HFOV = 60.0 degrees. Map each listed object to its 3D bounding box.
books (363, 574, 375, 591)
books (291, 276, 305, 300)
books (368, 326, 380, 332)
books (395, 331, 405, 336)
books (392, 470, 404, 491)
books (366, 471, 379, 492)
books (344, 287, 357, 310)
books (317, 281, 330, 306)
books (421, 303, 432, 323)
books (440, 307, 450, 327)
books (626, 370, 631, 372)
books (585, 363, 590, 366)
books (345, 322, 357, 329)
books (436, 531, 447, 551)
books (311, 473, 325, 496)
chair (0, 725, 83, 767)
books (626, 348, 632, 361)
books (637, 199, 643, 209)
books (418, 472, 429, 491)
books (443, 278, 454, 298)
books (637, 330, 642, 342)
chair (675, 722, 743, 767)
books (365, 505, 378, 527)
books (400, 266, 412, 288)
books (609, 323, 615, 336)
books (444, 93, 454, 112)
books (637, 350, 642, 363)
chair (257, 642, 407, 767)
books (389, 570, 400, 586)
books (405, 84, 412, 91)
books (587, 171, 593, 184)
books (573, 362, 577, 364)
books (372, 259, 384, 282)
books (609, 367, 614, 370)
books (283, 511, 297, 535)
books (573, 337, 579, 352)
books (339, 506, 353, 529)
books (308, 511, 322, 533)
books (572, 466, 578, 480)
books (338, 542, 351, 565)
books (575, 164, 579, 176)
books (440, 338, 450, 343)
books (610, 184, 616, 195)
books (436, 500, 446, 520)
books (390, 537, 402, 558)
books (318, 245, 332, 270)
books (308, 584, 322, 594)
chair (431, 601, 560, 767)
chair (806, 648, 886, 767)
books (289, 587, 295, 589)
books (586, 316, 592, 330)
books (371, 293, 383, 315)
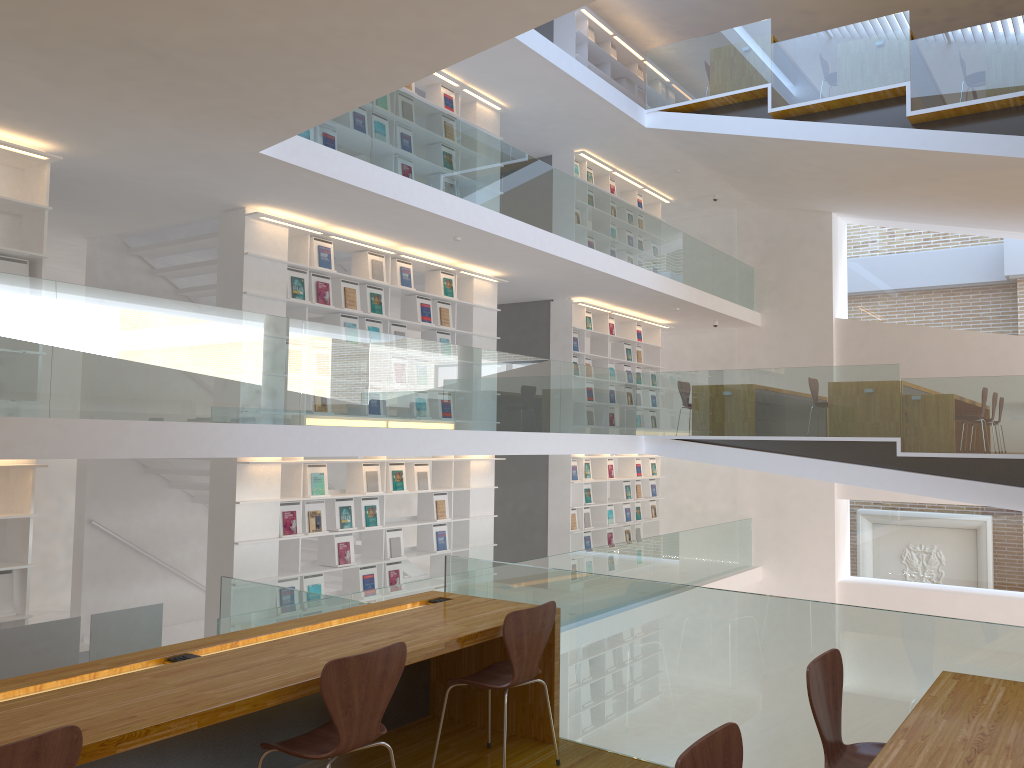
[{"bbox_3d":[-1.372,1.935,8.512,0.037,0.210,0.145,-2,-4,34],"label":"books"},{"bbox_3d":[-1.896,-0.841,7.862,0.037,0.210,0.145,-2,-4,34],"label":"books"},{"bbox_3d":[-1.343,-0.455,8.659,0.037,0.210,0.145,-2,-4,34],"label":"books"},{"bbox_3d":[-1.127,-0.424,8.970,0.037,0.210,0.145,-2,-4,34],"label":"books"},{"bbox_3d":[-1.141,0.973,8.889,0.037,0.210,0.145,-2,-4,34],"label":"books"},{"bbox_3d":[-1.349,0.950,8.583,0.037,0.210,0.145,-2,-4,34],"label":"books"},{"bbox_3d":[-1.529,-0.804,8.399,0.037,0.210,0.145,-2,-4,34],"label":"books"},{"bbox_3d":[-1.724,-0.827,8.113,0.037,0.210,0.145,-2,-4,34],"label":"books"},{"bbox_3d":[-0.903,-0.739,9.321,0.037,0.210,0.145,-2,-4,34],"label":"books"},{"bbox_3d":[-0.726,-0.717,9.582,0.037,0.210,0.145,-2,-4,34],"label":"books"},{"bbox_3d":[1.761,-0.094,13.333,0.037,0.210,0.145,-2,-4,34],"label":"books"},{"bbox_3d":[1.054,-0.181,12.298,0.037,0.210,0.145,-2,-4,34],"label":"books"},{"bbox_3d":[-1.522,-0.472,8.389,0.037,0.210,0.145,-2,-4,34],"label":"books"},{"bbox_3d":[-0.749,1.673,9.438,0.037,0.210,0.145,-2,-4,34],"label":"books"},{"bbox_3d":[-1.748,0.907,7.996,0.037,0.210,0.145,-2,-4,34],"label":"books"},{"bbox_3d":[-1.266,1.134,2.010,0.381,0.693,0.428,-2,-4,34],"label":"chair"},{"bbox_3d":[1.764,-0.430,13.356,0.037,0.210,0.145,-2,-4,34],"label":"books"},{"bbox_3d":[1.994,-2.768,13.797,0.037,0.210,0.145,-2,-4,34],"label":"books"},{"bbox_3d":[-0.923,1.017,9.209,0.037,0.210,0.145,-2,-4,34],"label":"books"},{"bbox_3d":[-0.690,-1.043,9.643,0.037,0.210,0.145,-2,-4,34],"label":"books"},{"bbox_3d":[1.965,-0.722,13.666,0.037,0.210,0.145,-2,-4,34],"label":"books"},{"bbox_3d":[0.583,1.153,1.908,0.381,0.693,0.428,-2,-4,34],"label":"chair"},{"bbox_3d":[-1.358,1.279,8.556,0.037,0.210,0.145,-2,-4,34],"label":"books"},{"bbox_3d":[-1.083,-1.088,9.065,0.037,0.210,0.145,-2,-4,34],"label":"books"},{"bbox_3d":[1.455,-0.778,12.916,0.037,0.210,0.145,-2,-4,34],"label":"books"},{"bbox_3d":[-0.692,-3.067,9.733,0.037,0.210,0.145,-2,-4,34],"label":"books"},{"bbox_3d":[1.960,-0.408,13.646,0.037,0.210,0.145,-2,-4,34],"label":"books"},{"bbox_3d":[-0.607,1.201,2.913,0.381,0.693,0.428,-2,-4,34],"label":"chair"},{"bbox_3d":[-1.166,1.958,8.815,0.037,0.210,0.145,-2,-4,34],"label":"books"},{"bbox_3d":[-1.089,-3.124,9.150,0.037,0.210,0.145,-2,-4,34],"label":"books"},{"bbox_3d":[1.098,-2.881,12.480,0.037,0.210,0.145,-2,-4,34],"label":"books"},{"bbox_3d":[0.849,-0.193,11.991,0.037,0.210,0.145,-2,-4,34],"label":"books"},{"bbox_3d":[-1.319,-1.112,8.718,0.037,0.210,0.145,-2,-4,34],"label":"books"},{"bbox_3d":[1.446,-0.135,12.874,0.037,0.210,0.145,-2,-4,34],"label":"books"},{"bbox_3d":[-1.932,1.213,7.716,0.037,0.210,0.145,-2,-4,34],"label":"books"},{"bbox_3d":[0.858,-0.530,12.019,0.037,0.210,0.145,-2,-4,34],"label":"books"},{"bbox_3d":[-1.551,1.248,8.281,0.037,0.210,0.145,-2,-4,34],"label":"books"},{"bbox_3d":[-1.769,1.247,7.973,0.037,0.210,0.145,-2,-4,34],"label":"books"},{"bbox_3d":[0.838,1.202,11.914,0.037,0.210,0.145,-2,-4,34],"label":"books"},{"bbox_3d":[-1.560,1.580,8.250,0.037,0.210,0.145,-2,-4,34],"label":"books"},{"bbox_3d":[0.873,-2.909,12.149,0.037,0.210,0.145,-2,-4,34],"label":"books"},{"bbox_3d":[-0.719,-0.385,9.572,0.037,0.210,0.145,-2,-4,34],"label":"books"},{"bbox_3d":[1.484,-2.823,13.047,0.037,0.210,0.145,-2,-4,34],"label":"books"},{"bbox_3d":[-0.756,1.345,9.447,0.037,0.210,0.145,-2,-4,34],"label":"books"},{"bbox_3d":[-1.158,1.638,8.835,0.037,0.210,0.145,-2,-4,34],"label":"books"},{"bbox_3d":[-1.716,-1.157,8.134,0.037,0.210,0.145,-2,-4,34],"label":"books"},{"bbox_3d":[-1.761,1.902,7.934,0.037,0.210,0.145,-2,-4,34],"label":"books"},{"bbox_3d":[-0.062,1.260,3.714,0.381,0.693,0.428,-2,-4,34],"label":"chair"},{"bbox_3d":[1.128,1.213,2.710,0.381,0.693,0.428,-2,-4,34],"label":"chair"},{"bbox_3d":[-1.933,1.871,7.681,0.037,0.210,0.145,-2,-4,34],"label":"books"},{"bbox_3d":[1.069,-0.836,12.349,0.037,0.210,0.145,-2,-4,34],"label":"books"},{"bbox_3d":[-1.327,-0.783,8.691,0.037,0.210,0.145,-2,-4,34],"label":"books"}]
